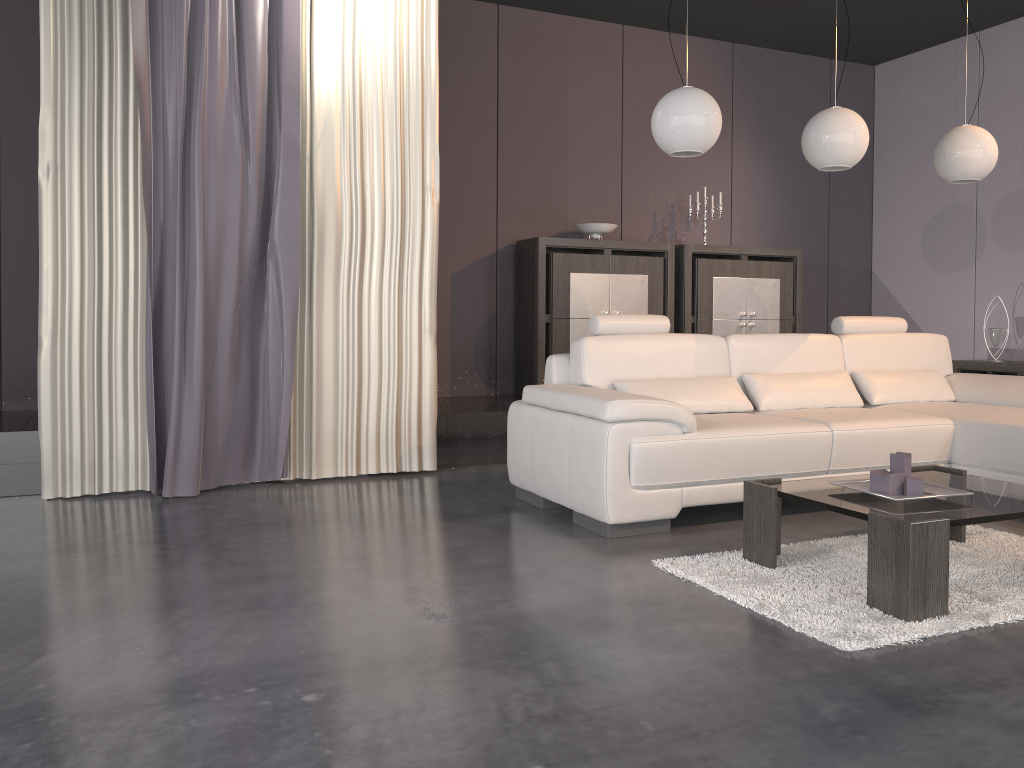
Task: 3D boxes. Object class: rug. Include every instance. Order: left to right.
[{"bbox_3d":[1.331,0.616,2.912,1.526,0.023,0.918,-2,5,-24],"label":"rug"}]

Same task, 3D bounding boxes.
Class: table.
[{"bbox_3d":[1.349,0.479,2.906,0.905,0.270,0.702,-1,4,-24],"label":"table"}]

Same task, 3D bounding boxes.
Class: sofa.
[{"bbox_3d":[1.645,0.126,3.896,2.862,0.857,1.872,-1,4,-24],"label":"sofa"}]

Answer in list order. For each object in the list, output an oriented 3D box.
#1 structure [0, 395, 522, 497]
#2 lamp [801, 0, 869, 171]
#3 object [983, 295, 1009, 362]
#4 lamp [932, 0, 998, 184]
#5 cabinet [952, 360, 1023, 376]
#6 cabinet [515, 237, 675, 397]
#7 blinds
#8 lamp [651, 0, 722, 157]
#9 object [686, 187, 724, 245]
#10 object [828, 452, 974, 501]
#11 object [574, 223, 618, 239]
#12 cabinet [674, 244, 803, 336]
[{"bbox_3d":[-1.302,0.301,5.081,8.772,0.300,1.002,-2,4,-24],"label":"structure"},{"bbox_3d":[1.551,-1.739,4.234,0.307,1.413,0.307,0,2,-21],"label":"lamp"},{"bbox_3d":[3.407,-0.392,6.231,0.108,0.465,0.124,0,2,-23],"label":"object"},{"bbox_3d":[2.362,-1.761,4.602,0.307,1.413,0.307,0,2,-21],"label":"lamp"},{"bbox_3d":[3.532,0.138,5.964,0.377,0.554,1.074,-1,4,-24],"label":"cabinet"},{"bbox_3d":[0.598,-0.457,6.204,1.072,1.073,0.412,-1,2,-24],"label":"cabinet"},{"bbox_3d":[-1.397,-0.986,4.187,3.289,2.993,0.249,-1,2,-24],"label":"blinds"},{"bbox_3d":[0.771,-1.718,3.885,0.307,1.413,0.307,1,2,33],"label":"lamp"},{"bbox_3d":[1.431,-1.239,6.573,0.229,0.445,0.230,0,2,-7],"label":"object"},{"bbox_3d":[1.245,0.289,2.853,0.304,0.136,0.305,-1,4,-20],"label":"object"},{"bbox_3d":[0.587,-1.054,6.221,0.309,0.116,0.309,1,4,10],"label":"object"},{"bbox_3d":[1.661,-0.485,6.681,1.072,1.073,0.412,-1,2,-24],"label":"cabinet"}]
